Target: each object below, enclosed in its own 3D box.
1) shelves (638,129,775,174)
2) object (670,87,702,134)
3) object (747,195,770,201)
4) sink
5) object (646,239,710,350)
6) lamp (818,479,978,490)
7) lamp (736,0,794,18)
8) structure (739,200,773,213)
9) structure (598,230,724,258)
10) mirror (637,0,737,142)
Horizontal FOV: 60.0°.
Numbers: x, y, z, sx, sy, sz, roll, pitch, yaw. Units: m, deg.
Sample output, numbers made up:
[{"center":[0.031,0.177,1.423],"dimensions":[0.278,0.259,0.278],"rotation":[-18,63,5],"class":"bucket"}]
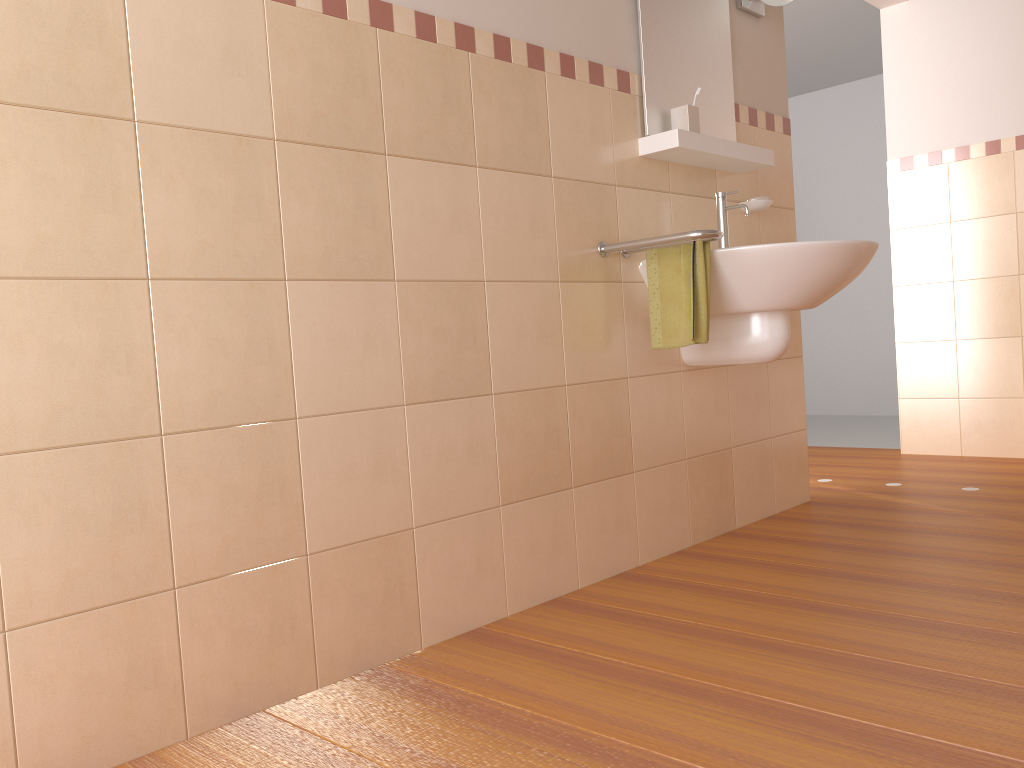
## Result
[{"center":[0.600,-0.700,2.690],"dimensions":[0.138,0.050,0.554],"rotation":[-1,3,44],"class":"shelves"},{"center":[0.511,-0.789,2.591],"dimensions":[0.073,0.149,0.063],"rotation":[-1,3,44],"class":"object"},{"center":[0.819,-0.612,2.946],"dimensions":[0.075,0.023,0.050],"rotation":[-4,3,9],"class":"object"},{"center":[0.769,-0.322,2.567],"dimensions":[0.539,0.516,0.683],"rotation":[-1,3,44],"class":"sink"},{"center":[0.450,-0.249,2.374],"dimensions":[0.085,0.306,0.181],"rotation":[-5,3,-30],"class":"object"},{"center":[0.597,0.511,2.178],"dimensions":[2.893,0.001,3.173],"rotation":[-1,3,44],"class":"lamp"},{"center":[0.868,-1.336,2.934],"dimensions":[0.209,0.173,0.173],"rotation":[-1,3,44],"class":"lamp"},{"center":[0.820,-0.590,2.945],"dimensions":[0.092,0.029,0.117],"rotation":[-1,3,44],"class":"structure"},{"center":[0.398,-0.373,2.331],"dimensions":[0.333,0.042,0.142],"rotation":[-1,3,44],"class":"structure"},{"center":[0.533,-1.130,2.707],"dimensions":[0.008,0.799,0.502],"rotation":[-1,3,44],"class":"mirror"}]
